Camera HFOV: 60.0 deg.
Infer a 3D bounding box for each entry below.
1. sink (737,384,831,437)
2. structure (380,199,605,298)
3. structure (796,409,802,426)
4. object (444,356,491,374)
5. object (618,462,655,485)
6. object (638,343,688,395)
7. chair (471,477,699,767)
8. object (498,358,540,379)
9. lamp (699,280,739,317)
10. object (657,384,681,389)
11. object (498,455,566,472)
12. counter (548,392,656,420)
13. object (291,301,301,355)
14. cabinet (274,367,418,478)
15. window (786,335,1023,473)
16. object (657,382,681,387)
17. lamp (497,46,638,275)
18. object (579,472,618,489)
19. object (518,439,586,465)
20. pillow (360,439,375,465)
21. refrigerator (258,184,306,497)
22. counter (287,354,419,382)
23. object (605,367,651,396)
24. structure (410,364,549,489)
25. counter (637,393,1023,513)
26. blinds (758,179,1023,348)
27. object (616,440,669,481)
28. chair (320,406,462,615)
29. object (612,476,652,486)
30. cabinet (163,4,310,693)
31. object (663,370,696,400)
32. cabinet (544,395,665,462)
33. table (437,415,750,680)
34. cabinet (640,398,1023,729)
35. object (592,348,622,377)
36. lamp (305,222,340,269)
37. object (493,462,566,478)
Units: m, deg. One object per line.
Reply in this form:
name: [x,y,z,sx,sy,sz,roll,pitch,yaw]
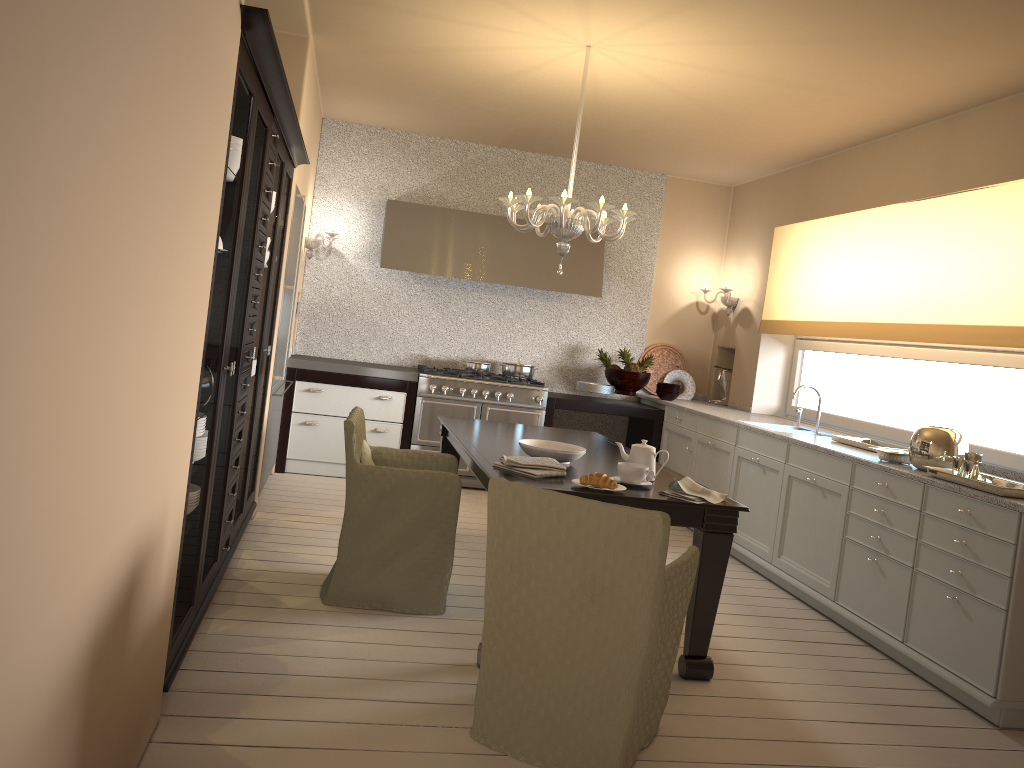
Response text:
sink: [1.656,0.228,5.321,0.458,0.481,0.539,7,3,-11]
structure: [-0.144,-1.011,6.709,1.660,0.510,0.481,7,2,-11]
structure: [1.834,0.225,5.677,0.036,0.135,0.024,7,1,-11]
object: [-0.331,-0.146,6.740,0.371,0.090,0.198,9,4,31]
object: [0.457,0.340,3.338,0.124,0.069,0.116,6,3,-17]
object: [1.227,-0.116,7.216,0.430,0.430,0.064,7,1,-11]
chair: [0.224,0.694,2.660,0.564,0.800,0.561,8,2,25]
object: [0.051,-0.126,6.759,0.266,0.145,0.265,9,4,37]
lamp: [1.665,-0.668,6.978,0.264,0.266,0.480,7,3,-13]
object: [1.181,0.042,6.706,0.180,0.064,0.180,7,3,-3]
object: [0.074,0.305,3.367,0.233,0.051,0.165,7,3,-11]
counter: [0.632,0.158,6.756,0.764,0.079,0.601,7,3,-11]
object: [-1.634,-0.412,6.442,0.155,0.394,0.155,7,2,-22]
cabinet: [-1.194,0.273,6.412,0.895,0.724,0.638,7,2,-11]
window: [2.440,-0.284,4.783,0.047,1.351,3.575,7,3,-11]
object: [1.185,0.029,6.706,0.180,0.065,0.180,7,3,-3]
lamp: [0.302,-1.088,4.292,0.675,1.126,0.701,7,2,7]
object: [0.308,0.340,3.133,0.138,0.051,0.062,8,3,8]
object: [0.163,0.286,3.682,0.281,0.066,0.282,6,3,-16]
pillow: [-0.566,0.398,3.728,0.192,0.294,0.441,7,3,-11]
refrigerator: [-1.693,-0.315,5.351,0.740,1.733,1.105,7,2,-11]
counter: [-1.147,-0.120,6.417,0.895,0.062,0.601,7,3,-11]
object: [0.880,-0.011,6.805,0.350,0.188,0.352,6,3,-28]
structure: [-0.286,0.324,6.542,0.928,0.804,0.706,7,2,-11]
counter: [1.712,0.276,5.194,0.652,0.068,4.248,7,3,-11]
blinds: [2.183,-0.613,4.743,0.022,0.781,3.557,7,3,-11]
object: [0.507,0.296,3.491,0.198,0.156,0.118,7,2,-5]
chair: [-0.476,0.541,3.729,0.561,0.800,0.564,7,2,-5]
object: [0.449,0.370,3.337,0.154,0.012,0.153,10,4,40]
cabinet: [-1.406,-0.213,3.461,0.887,1.838,2.494,7,3,-11]
object: [1.353,0.021,7.172,0.282,0.272,0.093,7,2,-9]
cabinet: [0.592,0.477,6.763,0.895,0.724,0.601,7,2,-11]
table: [0.174,0.629,4.030,0.917,0.653,1.995,7,3,-11]
cabinet: [1.717,0.689,5.217,0.846,0.770,4.231,7,3,-11]
object: [0.749,-0.140,6.860,0.279,0.284,0.137,9,2,35]
lamp: [-1.392,-0.996,6.406,0.269,0.340,0.480,7,3,-13]
object: [0.067,0.321,3.332,0.232,0.026,0.164,11,5,44]
